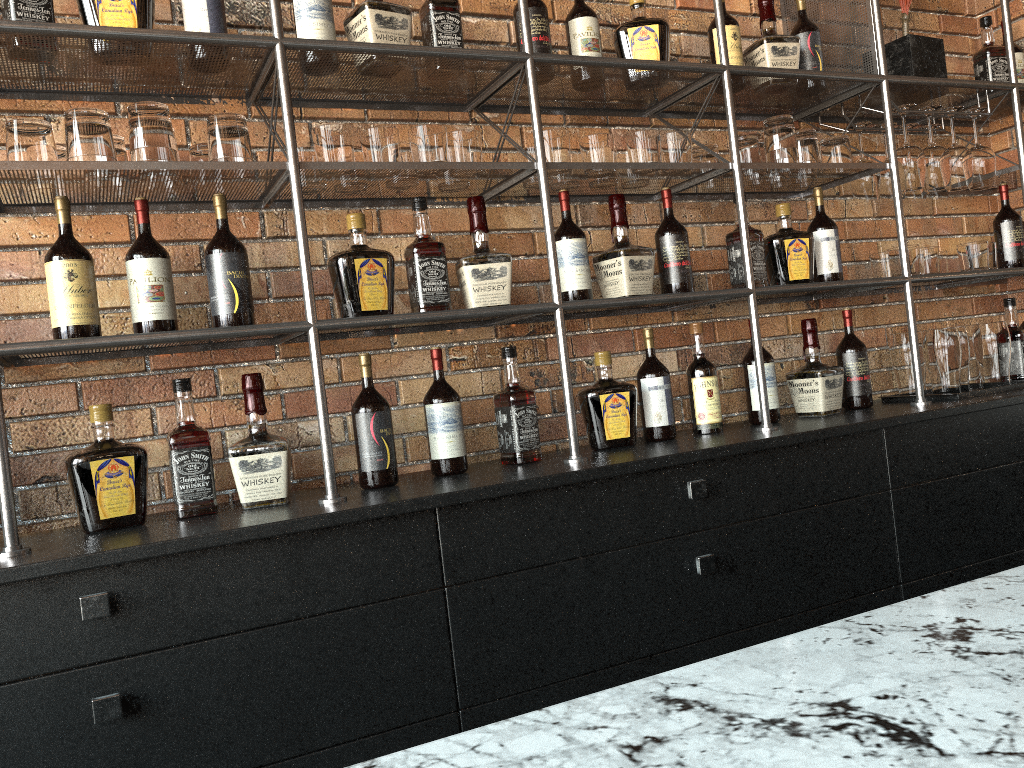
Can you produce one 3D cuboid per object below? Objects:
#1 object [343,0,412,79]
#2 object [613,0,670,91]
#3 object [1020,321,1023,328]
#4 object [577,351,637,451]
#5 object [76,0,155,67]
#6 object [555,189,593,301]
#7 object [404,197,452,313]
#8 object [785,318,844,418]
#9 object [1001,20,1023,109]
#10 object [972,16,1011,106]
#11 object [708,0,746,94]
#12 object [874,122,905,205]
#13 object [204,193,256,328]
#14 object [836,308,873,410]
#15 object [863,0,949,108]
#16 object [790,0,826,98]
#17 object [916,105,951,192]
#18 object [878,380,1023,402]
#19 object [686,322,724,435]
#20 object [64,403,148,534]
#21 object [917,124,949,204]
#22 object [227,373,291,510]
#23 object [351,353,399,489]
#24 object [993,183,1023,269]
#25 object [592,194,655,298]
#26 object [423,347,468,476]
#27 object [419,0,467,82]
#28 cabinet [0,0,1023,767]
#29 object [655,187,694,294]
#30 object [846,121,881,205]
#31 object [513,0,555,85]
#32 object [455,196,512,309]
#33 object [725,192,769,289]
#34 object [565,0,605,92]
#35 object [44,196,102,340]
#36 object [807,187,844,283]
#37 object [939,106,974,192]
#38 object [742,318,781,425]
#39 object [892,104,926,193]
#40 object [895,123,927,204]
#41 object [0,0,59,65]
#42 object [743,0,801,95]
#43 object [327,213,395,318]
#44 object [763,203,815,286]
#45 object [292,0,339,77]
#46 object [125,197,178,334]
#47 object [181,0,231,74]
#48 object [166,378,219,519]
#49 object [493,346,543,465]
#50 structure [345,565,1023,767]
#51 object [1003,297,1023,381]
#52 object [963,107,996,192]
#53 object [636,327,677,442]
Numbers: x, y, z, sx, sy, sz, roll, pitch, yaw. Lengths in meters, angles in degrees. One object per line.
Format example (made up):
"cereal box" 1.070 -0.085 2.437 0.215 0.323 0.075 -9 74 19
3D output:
"object" -0.309 -0.850 2.020 0.123 0.279 0.123 -7 0 -37
"object" 0.344 -0.911 2.346 0.151 0.248 0.094 -7 0 3
"object" 1.763 -0.163 2.995 0.086 0.298 0.086 -7 0 23
"object" 0.243 0.041 2.249 0.151 0.248 0.094 -7 0 -16
"object" -0.803 -0.776 1.796 0.151 0.248 0.094 -7 0 -22
"object" 0.146 -0.340 2.232 0.086 0.298 0.086 -7 0 23
"object" -0.201 -0.291 2.057 0.083 0.282 0.083 -7 0 -25
"object" 0.862 -0.047 2.532 0.123 0.279 0.123 -7 0 -37
"object" 1.700 -1.098 3.029 0.086 0.298 0.086 -7 0 28
"object" 1.587 -1.076 2.944 0.083 0.282 0.083 -7 0 -10
"object" 0.593 -0.966 2.474 0.086 0.299 0.086 -7 0 23
"object" 1.197 -0.700 2.821 0.092 0.244 0.092 -7 0 14
"object" -0.600 -0.252 1.869 0.086 0.297 0.086 -7 0 23
"object" 1.005 -0.075 2.620 0.086 0.299 0.086 -7 0 23
"object" 1.249 -1.174 2.750 0.398 0.560 0.374 -6 0 37
"object" 0.860 -0.998 2.599 0.086 0.297 0.086 -7 0 23
"object" 1.268 -0.707 2.672 0.092 0.244 0.092 -7 0 14
"object" 1.389 0.021 2.732 0.437 0.019 0.273 -7 0 -25
"object" 0.509 -0.015 2.378 0.080 0.299 0.080 -7 0 -23
"object" -0.798 0.164 1.750 0.151 0.248 0.094 -7 0 -36
"object" 1.379 -0.721 2.908 0.092 0.244 0.092 -7 0 14
"object" -0.531 0.117 1.864 0.123 0.279 0.123 -7 0 -12
"object" -0.309 0.080 1.958 0.086 0.297 0.086 -7 0 8
"object" 1.650 -0.517 2.948 0.086 0.299 0.086 -7 0 23
"object" 0.283 -0.345 2.273 0.123 0.279 0.123 -7 0 -37
"object" -0.161 0.062 2.066 0.086 0.298 0.086 -7 0 23
"object" -0.170 -0.869 2.101 0.083 0.282 0.083 -7 0 -25
"cabinet" -1.167 -0.602 1.572 7.075 3.779 0.564 -7 0 -25
"object" 0.426 -0.373 2.362 0.086 0.299 0.086 -7 0 23
"object" 1.099 -0.688 2.774 0.092 0.244 0.092 -7 0 14
"object" 0.048 -0.904 2.210 0.086 0.299 0.086 -7 0 23
"object" -0.071 -0.304 2.104 0.123 0.279 0.123 -7 0 -12
"object" 0.646 -0.390 2.463 0.083 0.282 0.083 -7 0 -40
"object" 0.184 -0.919 2.306 0.086 0.298 0.086 -7 0 23
"object" -0.868 -0.220 1.744 0.086 0.299 0.086 -7 0 23
"object" 0.915 -0.429 2.607 0.086 0.298 0.086 -7 0 23
"object" 1.357 -0.718 2.715 0.092 0.244 0.092 -7 0 14
"object" 0.689 -0.038 2.473 0.086 0.298 0.086 -7 0 23
"object" 1.169 -0.696 2.625 0.092 0.244 0.092 -7 0 14
"object" 1.286 -0.710 2.864 0.092 0.244 0.092 -7 0 14
"object" -0.949 -0.777 1.728 0.083 0.282 0.083 -7 0 -40
"object" 0.734 -0.973 2.519 0.123 0.279 0.123 -7 0 -17
"object" -0.337 -0.257 1.990 0.151 0.248 0.094 -7 0 -36
"object" 0.786 -0.389 2.528 0.151 0.248 0.094 -7 0 -16
"object" -0.445 -0.845 1.978 0.086 0.298 0.086 -7 0 23
"object" -0.748 -0.235 1.829 0.086 0.298 0.086 -7 0 23
"object" -0.658 -0.819 1.883 0.086 0.298 0.086 -7 0 23
"object" -0.662 0.129 1.817 0.083 0.282 0.083 -7 0 -25
"object" 0.007 0.051 2.137 0.083 0.282 0.083 -7 0 -40
"structure" 0.672 0.305 1.134 5.346 1.430 1.930 -7 0 -25
"object" 1.658 -0.143 2.929 0.083 0.282 0.083 -7 0 -40
"object" 1.450 -0.729 2.759 0.092 0.244 0.092 -7 0 14
"object" 0.373 0.001 2.328 0.086 0.298 0.086 -7 0 23
